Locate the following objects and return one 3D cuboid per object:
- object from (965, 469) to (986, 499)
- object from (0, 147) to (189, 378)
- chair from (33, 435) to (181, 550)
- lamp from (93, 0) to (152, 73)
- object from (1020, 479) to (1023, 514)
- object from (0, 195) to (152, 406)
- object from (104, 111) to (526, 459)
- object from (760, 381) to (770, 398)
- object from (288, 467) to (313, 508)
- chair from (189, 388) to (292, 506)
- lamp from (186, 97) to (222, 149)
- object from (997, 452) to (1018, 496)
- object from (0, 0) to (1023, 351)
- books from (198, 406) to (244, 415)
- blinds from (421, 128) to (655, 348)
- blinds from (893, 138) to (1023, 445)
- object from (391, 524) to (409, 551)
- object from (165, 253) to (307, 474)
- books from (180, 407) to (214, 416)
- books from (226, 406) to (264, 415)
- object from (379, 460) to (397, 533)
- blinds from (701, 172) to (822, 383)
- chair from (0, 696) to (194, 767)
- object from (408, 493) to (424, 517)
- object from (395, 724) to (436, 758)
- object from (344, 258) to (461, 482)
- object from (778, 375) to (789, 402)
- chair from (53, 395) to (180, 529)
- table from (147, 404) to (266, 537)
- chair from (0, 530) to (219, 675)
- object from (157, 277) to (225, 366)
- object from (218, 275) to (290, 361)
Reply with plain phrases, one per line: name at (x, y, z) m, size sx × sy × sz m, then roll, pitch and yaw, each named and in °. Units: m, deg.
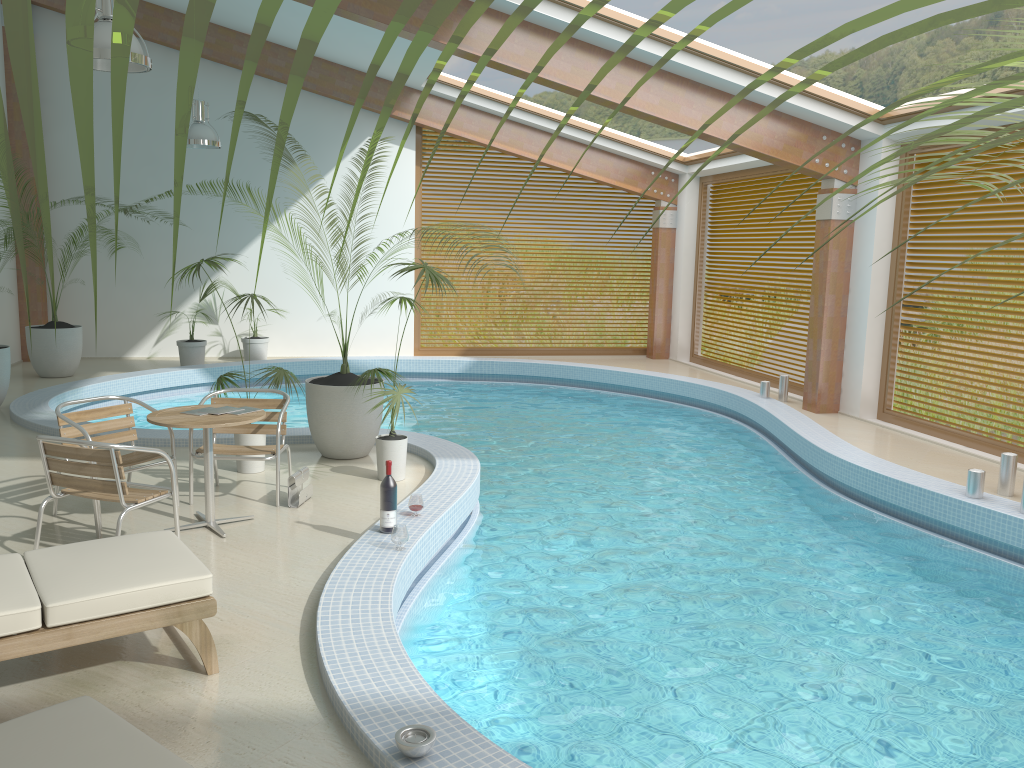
object at (3.370, 0.724, 6.449) m, size 0.115 × 0.194 × 0.115 m, roll 6°, pitch 10°, yaw 27°
object at (-5.800, -1.594, 11.502) m, size 2.729 × 2.960 × 2.979 m, roll -4°, pitch 10°, yaw -32°
chair at (-2.278, 0.610, 4.988) m, size 0.618 × 0.727 × 0.563 m, roll 4°, pitch 9°, yaw 19°
lamp at (-2.639, -3.080, 5.742) m, size 0.506 × 1.958 × 0.505 m, roll -1°, pitch 9°, yaw -13°
object at (3.546, 0.758, 6.052) m, size 0.115 × 0.254 × 0.115 m, roll 6°, pitch 10°, yaw 27°
object at (-5.457, -1.231, 9.165) m, size 2.979 × 2.960 × 2.729 m, roll 9°, pitch 12°, yaw 42°
object at (-1.326, -0.833, 7.220) m, size 2.979 × 2.960 × 2.729 m, roll 2°, pitch 9°, yaw 4°
object at (3.062, 0.061, 10.734) m, size 0.115 × 0.204 × 0.115 m, roll 6°, pitch 10°, yaw 27°
object at (-1.467, 0.714, 6.155) m, size 0.081 × 0.223 × 0.272 m, roll 2°, pitch 9°, yaw 7°
chair at (-1.889, 0.431, 6.228) m, size 0.618 × 0.727 × 0.563 m, roll 1°, pitch 9°, yaw -1°
lamp at (-3.768, -3.848, 10.621) m, size 0.506 × 1.958 × 0.505 m, roll -1°, pitch 9°, yaw -13°
object at (3.815, 0.695, 6.829) m, size 0.115 × 0.320 × 0.115 m, roll 8°, pitch 11°, yaw 35°
object at (1.087, 0.237, 0.571) m, size 2.729 × 2.960 × 2.979 m, roll 9°, pitch 11°, yaw 41°
books at (-1.834, 0.166, 5.607) m, size 0.166 × 0.004 × 0.241 m, roll 6°, pitch 10°, yaw 28°
blinds at (0.459, -2.535, 15.036) m, size 4.500 × 4.025 × 0.099 m, roll -1°, pitch 9°, yaw -13°
blinds at (4.816, -0.771, 7.865) m, size 0.095 × 2.921 × 4.200 m, roll -1°, pitch 9°, yaw -13°
object at (-0.635, 0.869, 5.025) m, size 0.102 × 0.137 × 0.102 m, roll 1°, pitch 9°, yaw -4°
object at (-2.118, -0.149, 6.833) m, size 1.059 × 1.695 × 0.791 m, roll 5°, pitch 9°, yaw 22°
books at (-1.938, 0.172, 5.584) m, size 0.166 × 0.004 × 0.241 m, roll 6°, pitch 10°, yaw 28°
books at (-1.721, 0.169, 5.634) m, size 0.166 × 0.004 × 0.241 m, roll 6°, pitch 10°, yaw 28°
object at (-0.739, 0.671, 5.311) m, size 0.109 × 0.435 × 0.109 m, roll 5°, pitch 9°, yaw 22°
blinds at (3.695, -1.535, 12.711) m, size 0.095 × 2.921 × 4.200 m, roll -1°, pitch 9°, yaw -13°
chair at (-1.606, 1.058, 1.726) m, size 0.861 × 0.866 × 1.903 m, roll 8°, pitch 11°, yaw 39°
object at (-0.612, 0.774, 5.660) m, size 0.102 × 0.137 × 0.102 m, roll 1°, pitch 9°, yaw -4°
object at (-0.326, 1.219, 2.998) m, size 0.140 × 0.069 × 0.140 m, roll -7°, pitch 12°, yaw -43°
object at (-0.826, -0.101, 6.733) m, size 0.791 × 1.695 × 1.059 m, roll -3°, pitch 10°, yaw -26°
object at (3.360, 0.054, 10.973) m, size 0.115 × 0.320 × 0.115 m, roll 8°, pitch 11°, yaw 35°
chair at (-2.589, 0.479, 5.796) m, size 0.563 × 0.727 × 0.618 m, roll 6°, pitch 10°, yaw 29°
table at (-1.900, 0.543, 5.561) m, size 0.700 × 0.720 × 0.700 m, roll 2°, pitch 9°, yaw 6°
chair at (-2.199, 0.790, 3.391) m, size 1.903 × 0.866 × 0.861 m, roll -5°, pitch 10°, yaw -34°
object at (-4.506, -0.897, 12.645) m, size 0.822 × 1.310 × 1.067 m, roll 6°, pitch 10°, yaw 26°
object at (-3.867, -0.969, 13.230) m, size 1.067 × 1.310 × 0.822 m, roll 1°, pitch 9°, yaw -1°
